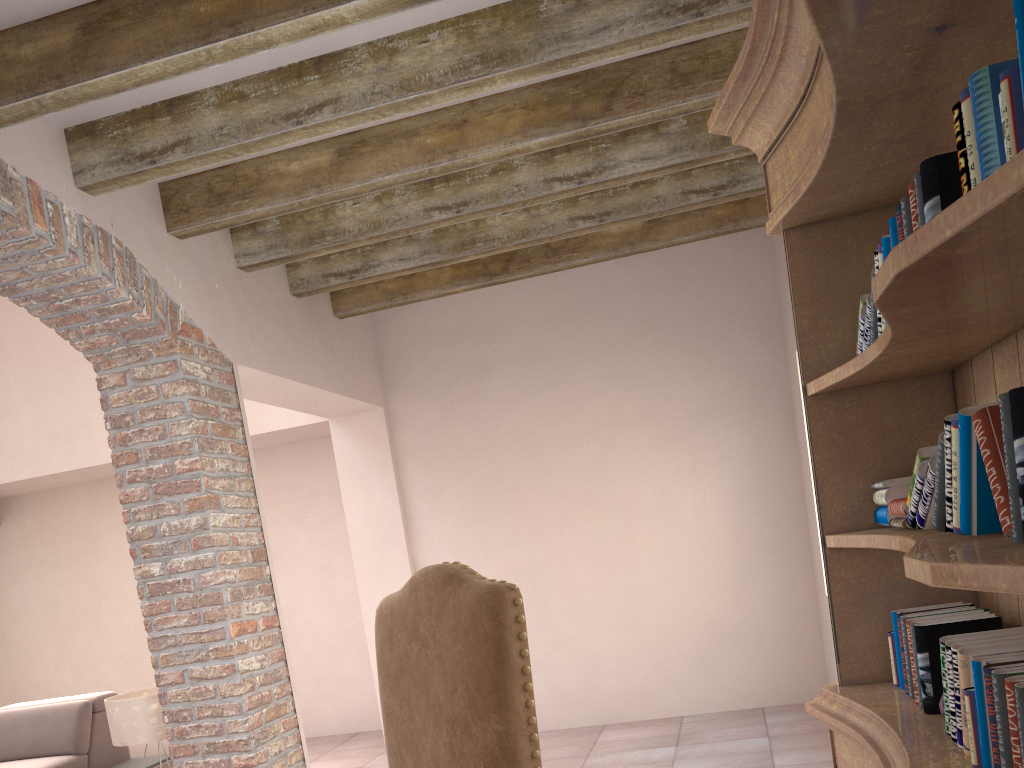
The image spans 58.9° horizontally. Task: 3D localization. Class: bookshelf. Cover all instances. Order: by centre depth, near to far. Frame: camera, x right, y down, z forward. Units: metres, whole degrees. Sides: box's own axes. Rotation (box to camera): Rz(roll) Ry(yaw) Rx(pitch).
[{"bbox_3d":[0.554,0.339,0.885,0.490,2.007,2.014,-8,-2,12],"label":"bookshelf"}]

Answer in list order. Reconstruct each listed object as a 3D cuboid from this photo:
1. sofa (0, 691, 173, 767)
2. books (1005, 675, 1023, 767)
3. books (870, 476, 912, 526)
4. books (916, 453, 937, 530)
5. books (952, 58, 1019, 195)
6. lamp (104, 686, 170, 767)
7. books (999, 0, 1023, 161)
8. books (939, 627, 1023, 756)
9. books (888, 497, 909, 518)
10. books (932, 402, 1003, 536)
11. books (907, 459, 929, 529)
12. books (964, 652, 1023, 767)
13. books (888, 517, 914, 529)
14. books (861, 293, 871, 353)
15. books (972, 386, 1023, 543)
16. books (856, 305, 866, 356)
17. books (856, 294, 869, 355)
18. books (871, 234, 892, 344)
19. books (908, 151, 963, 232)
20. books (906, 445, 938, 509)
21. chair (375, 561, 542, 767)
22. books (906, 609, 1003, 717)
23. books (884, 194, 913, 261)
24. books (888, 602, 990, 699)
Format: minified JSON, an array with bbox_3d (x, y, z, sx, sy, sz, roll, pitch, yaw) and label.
[{"bbox_3d":[-3.594,2.162,4.646,2.170,0.946,3.156,-10,-9,12],"label":"sofa"},{"bbox_3d":[0.576,0.365,0.869,0.123,0.146,0.225,-9,-5,12],"label":"books"},{"bbox_3d":[0.712,0.203,1.599,0.123,0.081,0.154,-10,-7,12],"label":"books"},{"bbox_3d":[0.625,0.141,1.237,0.123,0.105,0.141,-10,-4,12],"label":"books"},{"bbox_3d":[0.489,-0.217,0.830,0.123,0.148,0.134,-9,-2,12],"label":"books"},{"bbox_3d":[-1.593,1.830,4.194,0.413,0.858,0.380,-8,3,12],"label":"lamp"},{"bbox_3d":[0.452,-0.240,0.664,0.136,0.144,0.181,-9,-4,10],"label":"books"},{"bbox_3d":[0.658,0.413,1.220,0.123,0.150,0.162,-9,-3,12],"label":"books"},{"bbox_3d":[0.677,0.191,1.448,0.123,0.031,0.144,-11,-9,12],"label":"books"},{"bbox_3d":[0.590,0.102,1.096,0.123,0.148,0.232,-9,-5,12],"label":"books"},{"bbox_3d":[0.642,0.154,1.308,0.123,0.100,0.139,-10,-5,12],"label":"books"},{"bbox_3d":[0.623,0.392,1.066,0.136,0.144,0.181,-9,-4,10],"label":"books"},{"bbox_3d":[0.683,0.216,1.460,0.123,0.017,0.144,-11,-10,12],"label":"books"},{"bbox_3d":[0.653,-0.100,1.516,0.123,0.105,0.141,-10,-4,12],"label":"books"},{"bbox_3d":[0.527,0.068,0.826,0.123,0.146,0.291,-9,-7,12],"label":"books"},{"bbox_3d":[0.670,-0.087,1.587,0.123,0.100,0.139,-10,-5,12],"label":"books"},{"bbox_3d":[0.669,-0.110,1.591,0.120,0.087,0.131,-10,-5,12],"label":"books"},{"bbox_3d":[0.617,-0.139,1.375,0.123,0.148,0.232,-9,-5,12],"label":"books"},{"bbox_3d":[0.529,-0.192,0.998,0.123,0.146,0.225,-9,-5,12],"label":"books"},{"bbox_3d":[0.642,0.131,1.312,0.120,0.087,0.131,-10,-5,12],"label":"books"},{"bbox_3d":[-0.285,1.002,1.800,0.634,1.257,0.545,-11,3,-38],"label":"chair"},{"bbox_3d":[0.700,0.439,1.398,0.123,0.146,0.225,-9,-5,12],"label":"books"},{"bbox_3d":[0.576,-0.166,1.194,0.136,0.144,0.181,-9,-4,10],"label":"books"},{"bbox_3d":[0.747,0.466,1.595,0.136,0.144,0.181,-9,-4,10],"label":"books"}]
